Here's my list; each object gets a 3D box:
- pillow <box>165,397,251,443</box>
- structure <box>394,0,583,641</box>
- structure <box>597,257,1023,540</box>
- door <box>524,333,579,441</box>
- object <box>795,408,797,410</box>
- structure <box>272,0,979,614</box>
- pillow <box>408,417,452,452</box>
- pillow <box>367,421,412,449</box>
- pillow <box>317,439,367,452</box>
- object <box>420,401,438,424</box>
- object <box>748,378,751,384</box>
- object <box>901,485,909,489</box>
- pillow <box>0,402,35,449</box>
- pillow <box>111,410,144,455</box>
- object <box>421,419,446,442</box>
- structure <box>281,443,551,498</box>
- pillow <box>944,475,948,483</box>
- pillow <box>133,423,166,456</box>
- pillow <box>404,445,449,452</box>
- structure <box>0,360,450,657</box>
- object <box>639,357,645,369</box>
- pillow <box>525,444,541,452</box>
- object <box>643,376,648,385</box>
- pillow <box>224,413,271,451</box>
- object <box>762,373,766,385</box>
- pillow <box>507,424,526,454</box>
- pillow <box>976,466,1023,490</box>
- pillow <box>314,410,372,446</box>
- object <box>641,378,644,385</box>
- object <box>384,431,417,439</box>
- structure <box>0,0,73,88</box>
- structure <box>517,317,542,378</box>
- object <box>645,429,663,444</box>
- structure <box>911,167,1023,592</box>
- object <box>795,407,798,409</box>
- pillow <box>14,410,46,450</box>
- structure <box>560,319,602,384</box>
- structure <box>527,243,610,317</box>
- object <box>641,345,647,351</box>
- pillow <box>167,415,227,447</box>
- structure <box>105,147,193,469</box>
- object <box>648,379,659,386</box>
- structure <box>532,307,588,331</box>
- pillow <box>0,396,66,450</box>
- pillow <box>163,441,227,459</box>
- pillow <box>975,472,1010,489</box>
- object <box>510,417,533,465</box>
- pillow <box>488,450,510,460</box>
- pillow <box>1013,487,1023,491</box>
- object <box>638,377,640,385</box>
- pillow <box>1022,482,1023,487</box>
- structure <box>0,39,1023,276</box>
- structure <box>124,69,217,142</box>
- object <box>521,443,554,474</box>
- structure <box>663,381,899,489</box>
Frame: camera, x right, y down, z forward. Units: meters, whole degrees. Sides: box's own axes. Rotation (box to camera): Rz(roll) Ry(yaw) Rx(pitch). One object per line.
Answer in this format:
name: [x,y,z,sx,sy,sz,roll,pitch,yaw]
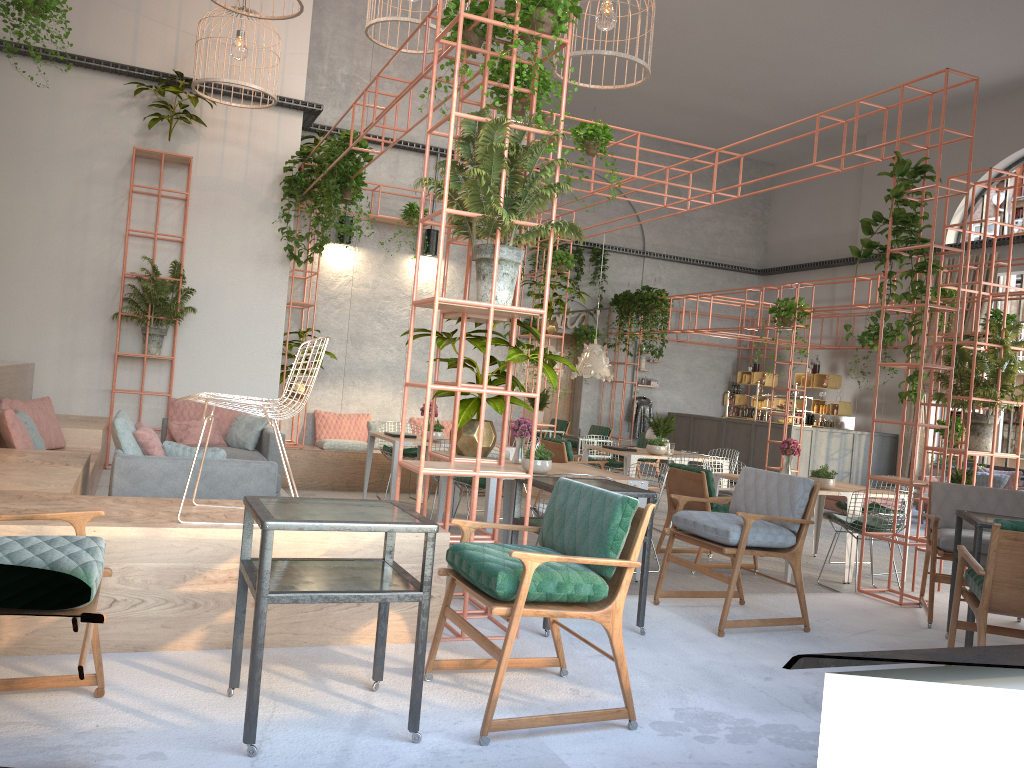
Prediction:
pillow: [-3.170,0.410,9.277,0.836,0.476,0.273,5,0,-22]
structure: [-0.058,-0.478,4.628,0.748,3.623,0.722,5,0,-23]
structure: [6.359,0.282,13.478,4.157,4.247,14.689,5,0,-23]
door: [0.642,0.226,19.697,1.360,2.729,0.551,5,0,-23]
object: [5.212,0.444,16.421,0.132,0.051,0.099,5,0,-25]
structure: [-1.141,-0.940,12.036,4.501,4.345,14.096,5,0,-24]
pillow: [-1.078,0.718,12.467,0.839,0.474,0.276,5,0,-2]
pillow: [-1.678,0.714,12.241,0.666,0.385,0.289,5,0,-27]
pillow: [-2.194,0.806,11.593,0.637,0.149,0.491,5,0,-22]
object: [-0.967,0.407,10.296,0.213,0.414,0.225,5,0,-30]
object: [5.368,-0.064,19.868,0.123,0.142,0.141,5,0,-23]
object: [6.112,1.615,13.771,0.199,0.145,0.156,5,0,-8]
pillow: [-3.780,0.401,6.763,0.276,0.474,0.839,5,0,-32]
pillow: [-2.674,0.446,6.228,0.276,0.474,0.839,5,0,-22]
object: [-0.851,0.500,9.574,0.248,0.247,0.254,5,0,-23]
structure: [-2.065,1.121,14.466,4.386,0.500,5.831,5,0,-23]
pillow: [7.134,1.611,14.162,0.500,0.324,0.307,5,0,12]
pillow: [-2.533,0.491,6.273,0.289,0.385,0.666,5,0,-22]
pillow: [-1.230,0.892,11.998,0.637,0.149,0.491,5,0,-22]
structure: [-2.832,0.534,6.131,3.396,1.111,9.152,5,0,-23]
object: [2.897,-0.502,19.729,0.136,0.336,0.145,5,0,-9]
pillow: [0.272,1.027,13.842,0.491,0.149,0.637,5,0,-22]
object: [2.977,-0.077,19.781,0.081,0.204,0.081,5,0,-22]
pillow: [-2.744,0.493,9.107,0.495,0.349,0.308,5,0,27]
object: [5.576,-0.105,19.542,0.137,0.261,0.137,5,0,13]
pillow: [-0.060,0.812,13.581,0.276,0.474,0.839,5,0,-32]
pillow: [7.651,1.575,14.105,0.276,0.474,0.839,5,0,-22]
pillow: [-2.272,0.613,12.012,0.839,0.474,0.276,5,0,-32]
object: [2.900,-0.057,19.740,0.063,0.151,0.063,5,0,-37]
object: [-1.256,0.573,9.966,0.268,0.031,0.427,5,0,-23]
structure: [-3.532,-2.955,6.420,0.670,1.290,1.434,5,0,-23]
structure: [0.312,-0.886,18.799,0.921,1.527,0.950,5,0,11]
object: [1.836,0.715,11.419,0.241,0.313,0.241,5,0,22]
structure: [3.884,0.074,7.413,0.624,3.602,0.424,5,0,-23]
object: [5.239,0.435,16.402,0.152,0.058,0.095,5,0,-32]
pillow: [-4.023,0.427,7.391,0.289,0.385,0.666,5,0,-27]
structure: [1.507,-0.760,19.348,0.950,1.527,0.921,5,0,-24]
structure: [1.159,-2.267,18.930,1.939,1.514,0.856,5,0,-29]
object: [2.921,-0.804,19.720,0.133,0.145,0.133,5,0,29]
pillow: [-3.182,0.474,8.984,0.479,0.317,0.441,5,0,-41]
structure: [-4.146,-0.831,10.140,0.624,3.596,0.424,5,0,-23]
object: [3.172,-0.027,19.863,0.219,0.149,0.129,5,0,-23]
structure: [1.040,-1.436,19.025,1.312,0.505,0.063,5,0,-23]
pillow: [-4.273,0.360,7.945,0.276,0.474,0.839,5,0,-2]
pillow: [-2.171,0.572,6.171,0.499,0.324,0.307,5,0,12]
pillow: [7.505,1.594,14.060,0.289,0.385,0.666,5,0,-22]
object: [0.087,0.495,7.768,0.213,0.414,0.225,5,0,-30]
pillow: [-0.295,0.975,12.390,0.637,0.149,0.491,5,0,-22]
pillow: [7.692,1.644,13.271,0.441,0.317,0.479,5,0,-41]
object: [2.832,-0.069,19.734,0.055,0.164,0.092,5,0,-4]
pillow: [7.989,1.605,13.265,0.273,0.476,0.836,5,0,-22]
structure: [1.886,-2.991,11.193,15.603,0.110,15.203,5,0,-23]
structure: [-3.822,-3.156,10.040,0.934,0.803,0.903,5,0,39]
object: [0.200,0.588,7.052,0.247,0.247,0.252,5,0,-23]
structure: [5.385,1.013,18.196,2.579,2.022,4.057,5,0,-23]
